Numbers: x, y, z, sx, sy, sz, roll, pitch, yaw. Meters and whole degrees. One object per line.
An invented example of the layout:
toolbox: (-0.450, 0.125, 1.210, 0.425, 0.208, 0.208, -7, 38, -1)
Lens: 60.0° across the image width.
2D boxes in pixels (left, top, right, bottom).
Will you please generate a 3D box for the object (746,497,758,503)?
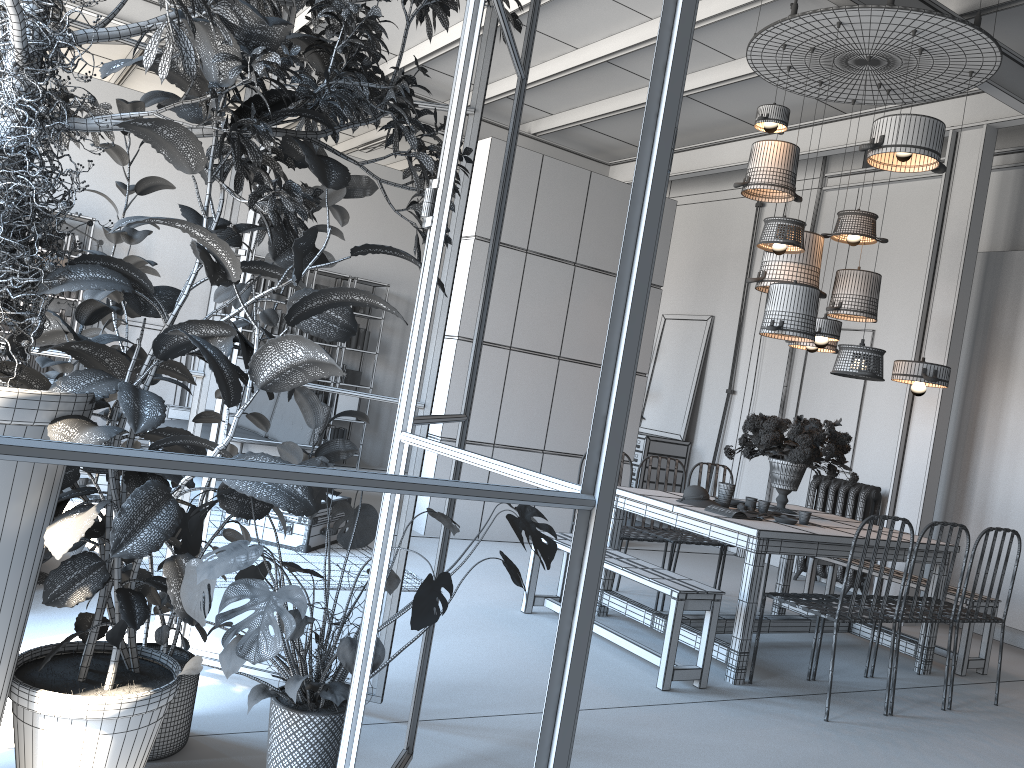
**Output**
object: (1.414, 0.711, 5.255, 0.071, 0.076, 0.071, 10, 0, -35)

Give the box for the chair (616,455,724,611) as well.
chair: (1.130, 1.019, 6.148, 0.474, 0.975, 0.488, 10, 0, -32)

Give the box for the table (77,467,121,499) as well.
table: (-3.259, 0.623, 6.503, 0.667, 0.330, 0.706, 10, 0, -32)

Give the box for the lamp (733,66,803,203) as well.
lamp: (1.749, -1.660, 5.815, 0.392, 0.870, 0.346, 9, 0, 28)

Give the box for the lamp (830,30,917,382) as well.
lamp: (2.120, -1.026, 5.036, 0.301, 2.004, 0.359, 10, 0, -34)

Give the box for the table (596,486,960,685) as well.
table: (1.571, 1.202, 5.397, 1.784, 0.819, 1.239, 10, 0, -32)

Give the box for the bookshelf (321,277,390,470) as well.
bookshelf: (-1.969, -0.129, 10.765, 0.455, 2.276, 0.455, 10, 0, -32)

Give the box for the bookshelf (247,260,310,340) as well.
bookshelf: (-2.807, -0.274, 10.226, 0.455, 2.276, 0.455, 10, 0, -32)

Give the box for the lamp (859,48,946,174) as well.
lamp: (2.367, -1.646, 5.247, 0.403, 0.687, 0.505, 9, 0, 36)

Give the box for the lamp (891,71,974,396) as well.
lamp: (2.650, -0.923, 5.437, 0.323, 2.026, 0.404, 10, 0, -29)

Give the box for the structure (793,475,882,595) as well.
structure: (2.889, 1.347, 7.860, 0.328, 1.007, 0.733, 10, 0, -32)

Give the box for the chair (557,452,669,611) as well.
chair: (0.706, 0.945, 5.875, 0.474, 0.975, 0.488, 10, 0, -32)

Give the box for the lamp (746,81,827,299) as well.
lamp: (1.968, -1.330, 5.976, 0.470, 1.447, 0.415, 9, 0, 28)

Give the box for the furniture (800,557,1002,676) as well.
furniture: (2.584, 1.523, 6.031, 0.300, 0.478, 1.260, 10, 0, -32)

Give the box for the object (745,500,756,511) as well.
object: (1.394, 0.713, 5.185, 0.065, 0.064, 0.065, 9, 0, 43)

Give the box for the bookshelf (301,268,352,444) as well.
bookshelf: (-2.383, -0.201, 10.506, 0.455, 2.276, 0.455, 10, 0, -32)

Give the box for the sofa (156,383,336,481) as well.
sofa: (-2.333, 0.452, 7.535, 0.952, 0.948, 2.347, 10, 0, -32)

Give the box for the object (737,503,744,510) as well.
object: (1.332, 0.715, 5.154, 0.051, 0.045, 0.045, 9, 0, 35)

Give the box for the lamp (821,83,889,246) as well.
lamp: (2.339, -1.447, 5.854, 0.359, 1.094, 0.301, 10, 0, -14)

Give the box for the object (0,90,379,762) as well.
object: (-1.028, 0.045, 2.943, 1.253, 2.183, 1.309, 10, 0, -22)

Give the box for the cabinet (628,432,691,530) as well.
cabinet: (1.409, 1.068, 9.952, 0.668, 1.026, 0.796, 10, 0, -32)

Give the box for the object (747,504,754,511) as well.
object: (1.378, 0.718, 5.120, 0.043, 0.050, 0.044, 10, 0, -15)

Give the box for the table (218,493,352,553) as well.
table: (-1.530, 0.915, 6.110, 0.706, 0.330, 0.667, 10, 0, 13)

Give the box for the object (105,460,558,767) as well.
object: (-0.495, 0.731, 2.446, 1.125, 1.001, 0.920, 10, 0, -35)

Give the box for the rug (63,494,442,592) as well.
rug: (-1.899, 1.006, 5.873, 1.961, 0.007, 2.524, 10, 0, -32)

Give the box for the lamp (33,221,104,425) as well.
lamp: (-4.457, -0.503, 8.537, 1.284, 2.144, 1.194, 10, 0, -20)

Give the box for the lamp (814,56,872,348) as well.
lamp: (2.055, -1.122, 5.469, 0.202, 1.831, 0.253, 10, 0, 6)

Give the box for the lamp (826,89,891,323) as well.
lamp: (2.394, -1.204, 5.918, 0.364, 1.553, 0.322, 10, 0, 13)

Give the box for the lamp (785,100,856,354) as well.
lamp: (2.243, -1.104, 6.204, 0.323, 1.798, 0.404, 10, 0, 26)

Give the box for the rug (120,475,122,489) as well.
rug: (-4.169, 0.628, 7.582, 1.961, 0.007, 2.524, 10, 0, -32)

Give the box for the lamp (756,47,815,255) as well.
lamp: (1.768, -1.438, 5.490, 0.301, 1.306, 0.359, 10, 0, -39)

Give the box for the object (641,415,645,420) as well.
object: (0.828, 0.387, 10.374, 1.270, 2.157, 0.868, 10, 0, -32)

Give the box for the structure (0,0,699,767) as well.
structure: (-1.092, -0.584, 1.899, 2.994, 3.454, 2.452, 10, 0, -32)

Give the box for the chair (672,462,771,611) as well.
chair: (1.543, 1.090, 6.414, 0.474, 0.975, 0.488, 10, 0, -32)

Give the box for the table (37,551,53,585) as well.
table: (-3.000, 0.615, 4.031, 1.709, 0.387, 1.708, 10, 0, -41)

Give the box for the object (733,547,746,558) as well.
object: (2.365, 1.488, 8.902, 0.206, 0.647, 0.173, 10, 0, 3)

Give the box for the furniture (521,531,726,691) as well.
furniture: (0.538, 1.170, 4.747, 0.300, 0.478, 1.260, 10, 0, -32)

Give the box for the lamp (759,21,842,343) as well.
lamp: (1.728, -1.173, 5.086, 0.352, 1.845, 0.312, 10, 0, -7)

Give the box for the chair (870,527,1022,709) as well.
chair: (2.444, 1.236, 4.980, 0.474, 0.975, 0.488, 10, 0, -32)

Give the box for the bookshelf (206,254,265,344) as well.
bookshelf: (-3.225, -0.346, 9.979, 0.455, 2.276, 0.455, 10, 0, -32)

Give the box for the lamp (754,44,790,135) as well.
lamp: (1.648, -1.835, 5.509, 0.202, 0.564, 0.253, 10, 0, 6)

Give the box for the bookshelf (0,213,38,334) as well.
bookshelf: (-5.135, -0.677, 8.775, 0.455, 2.276, 0.455, 10, 0, -32)

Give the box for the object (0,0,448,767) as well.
object: (-0.855, 0.062, 2.311, 1.270, 2.157, 0.868, 10, 0, -2)

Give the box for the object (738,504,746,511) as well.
object: (1.326, 0.713, 5.105, 0.044, 0.043, 0.043, 9, 0, 30)

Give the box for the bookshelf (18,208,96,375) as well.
bookshelf: (-4.700, -0.602, 9.015, 0.455, 2.276, 0.455, 10, 0, -32)

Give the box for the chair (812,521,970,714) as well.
chair: (2.020, 1.163, 4.707, 0.474, 0.975, 0.488, 10, 0, -32)

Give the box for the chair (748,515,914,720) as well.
chair: (1.607, 1.091, 4.441, 0.474, 0.975, 0.488, 10, 0, -32)
